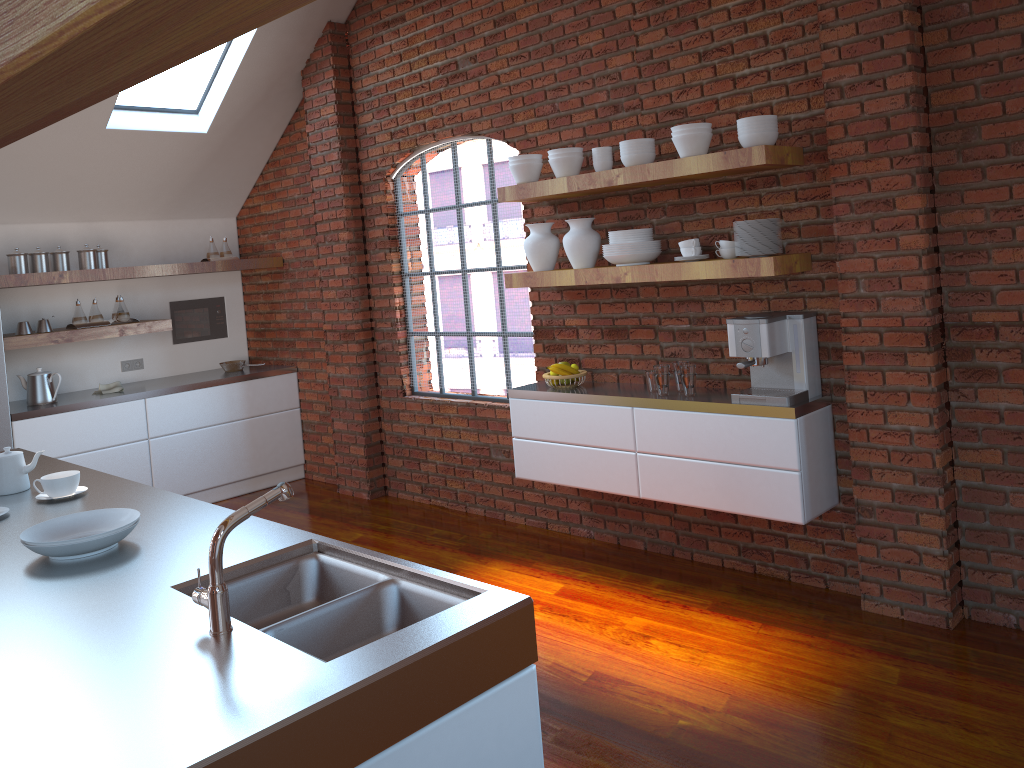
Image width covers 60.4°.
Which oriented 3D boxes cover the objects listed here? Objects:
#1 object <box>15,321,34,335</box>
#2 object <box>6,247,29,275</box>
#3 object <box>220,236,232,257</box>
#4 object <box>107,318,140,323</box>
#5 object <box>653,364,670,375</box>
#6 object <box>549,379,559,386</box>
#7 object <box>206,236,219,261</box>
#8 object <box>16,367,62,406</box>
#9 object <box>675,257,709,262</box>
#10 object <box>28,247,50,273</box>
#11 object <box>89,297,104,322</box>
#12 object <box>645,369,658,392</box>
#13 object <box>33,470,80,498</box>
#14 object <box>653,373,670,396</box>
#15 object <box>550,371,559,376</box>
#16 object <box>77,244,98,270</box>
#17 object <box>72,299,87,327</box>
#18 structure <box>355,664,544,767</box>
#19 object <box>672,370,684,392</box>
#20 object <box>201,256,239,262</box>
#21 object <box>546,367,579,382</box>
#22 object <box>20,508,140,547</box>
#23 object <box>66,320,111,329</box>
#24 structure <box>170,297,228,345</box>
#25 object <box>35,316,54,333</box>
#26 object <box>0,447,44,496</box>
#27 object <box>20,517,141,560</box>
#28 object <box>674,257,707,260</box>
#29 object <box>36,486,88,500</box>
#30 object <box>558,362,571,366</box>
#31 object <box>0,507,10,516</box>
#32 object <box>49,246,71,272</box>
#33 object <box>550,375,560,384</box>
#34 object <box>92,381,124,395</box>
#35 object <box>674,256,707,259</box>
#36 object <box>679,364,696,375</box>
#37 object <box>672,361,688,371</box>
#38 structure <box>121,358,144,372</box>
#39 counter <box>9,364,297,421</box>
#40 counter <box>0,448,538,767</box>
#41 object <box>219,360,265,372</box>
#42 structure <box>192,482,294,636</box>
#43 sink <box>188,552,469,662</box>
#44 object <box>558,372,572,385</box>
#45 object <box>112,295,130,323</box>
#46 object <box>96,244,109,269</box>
[{"bbox_3d":[-3.146,-0.362,5.671,0.106,0.081,0.106,-6,6,-16],"label":"object"},{"bbox_3d":[-3.179,-0.790,5.658,0.128,0.177,0.128,-2,5,40],"label":"object"},{"bbox_3d":[-2.187,-1.036,6.714,0.093,0.191,0.093,-5,2,-2],"label":"object"},{"bbox_3d":[-2.736,-0.444,6.161,0.196,0.033,0.224,-10,10,-35],"label":"object"},{"bbox_3d":[0.696,-0.036,4.082,0.078,0.103,0.078,-6,4,-15],"label":"object"},{"bbox_3d":[0.220,-0.012,4.585,0.046,0.046,0.056,-6,5,-12],"label":"object"},{"bbox_3d":[-2.260,-1.019,6.633,0.093,0.190,0.093,-6,3,-33],"label":"object"},{"bbox_3d":[-3.070,0.012,5.714,0.303,0.237,0.181,-6,4,-14],"label":"object"},{"bbox_3d":[0.807,-0.555,3.946,0.153,0.012,0.155,-4,8,5],"label":"object"},{"bbox_3d":[-3.102,-0.813,5.770,0.128,0.177,0.128,-2,5,40],"label":"object"},{"bbox_3d":[-2.846,-0.496,6.011,0.093,0.191,0.093,-5,2,-2],"label":"object"},{"bbox_3d":[0.678,-0.013,4.210,0.077,0.103,0.078,-4,4,15],"label":"object"},{"bbox_3d":[-1.489,0.334,2.901,0.124,0.069,0.117,-1,7,29],"label":"object"},{"bbox_3d":[0.699,0.002,4.083,0.078,0.103,0.078,-6,4,-15],"label":"object"},{"bbox_3d":[0.222,-0.061,4.594,0.044,0.053,0.052,-2,5,33],"label":"object"},{"bbox_3d":[-2.856,-0.855,5.919,0.128,0.177,0.128,-2,5,40],"label":"object"},{"bbox_3d":[-2.919,-0.479,5.930,0.093,0.190,0.093,-6,3,-33],"label":"object"},{"bbox_3d":[-1.383,0.947,2.465,3.117,0.762,1.033,3,9,44],"label":"structure"},{"bbox_3d":[0.799,-0.016,4.150,0.078,0.103,0.078,-6,4,-15],"label":"object"},{"bbox_3d":[-2.217,-0.944,6.675,0.195,0.033,0.226,3,11,43],"label":"object"},{"bbox_3d":[0.269,-0.047,4.540,0.176,0.094,0.064,-6,3,-9],"label":"object"},{"bbox_3d":[-1.115,0.391,2.284,0.281,0.055,0.285,-2,8,16],"label":"object"},{"bbox_3d":[-2.876,-0.404,5.972,0.195,0.033,0.226,3,11,43],"label":"object"},{"bbox_3d":[-2.468,-0.504,6.948,0.013,0.333,0.461,-4,5,45],"label":"structure"},{"bbox_3d":[-3.064,-0.390,5.756,0.106,0.099,0.107,-5,5,-3],"label":"object"},{"bbox_3d":[-1.730,0.294,3.037,0.199,0.155,0.118,-9,6,-39],"label":"object"},{"bbox_3d":[-1.114,0.402,2.284,0.281,0.055,0.285,-2,8,16],"label":"object"},{"bbox_3d":[0.807,-0.559,3.946,0.153,0.012,0.155,-4,8,5],"label":"object"},{"bbox_3d":[-1.483,0.364,2.900,0.154,0.012,0.155,-7,9,-17],"label":"object"},{"bbox_3d":[0.275,-0.088,4.624,0.070,0.061,0.068,-8,6,-29],"label":"object"},{"bbox_3d":[-1.639,0.409,2.675,0.195,0.014,0.195,-8,9,-24],"label":"object"},{"bbox_3d":[-3.023,-0.836,5.886,0.128,0.177,0.128,-2,5,40],"label":"object"},{"bbox_3d":[0.237,-0.037,4.641,0.074,0.075,0.073,-3,5,20],"label":"object"},{"bbox_3d":[-2.778,0.024,6.049,0.205,0.061,0.196,-8,8,-23],"label":"object"},{"bbox_3d":[0.806,-0.563,3.946,0.153,0.012,0.155,-4,8,5],"label":"object"},{"bbox_3d":[0.803,-0.034,4.009,0.078,0.103,0.078,-7,4,-33],"label":"object"},{"bbox_3d":[0.796,-0.054,4.149,0.078,0.103,0.078,-6,4,-15],"label":"object"},{"bbox_3d":[-2.834,-0.141,6.558,0.032,0.080,0.161,-3,6,44],"label":"structure"},{"bbox_3d":[-2.589,0.030,6.276,0.714,0.044,2.003,3,11,44],"label":"counter"},{"bbox_3d":[-1.425,0.496,2.448,3.141,0.129,1.034,3,11,44],"label":"counter"},{"bbox_3d":[-2.073,-0.134,6.719,0.347,0.074,0.196,-1,8,25],"label":"object"},{"bbox_3d":[-0.530,0.334,1.750,0.099,0.247,0.202,-3,4,45],"label":"structure"},{"bbox_3d":[-0.385,0.557,1.864,0.613,0.198,0.412,3,10,44],"label":"sink"},{"bbox_3d":[0.278,-0.031,4.578,0.077,0.065,0.076,-6,5,-12],"label":"object"},{"bbox_3d":[-2.743,-0.526,6.160,0.094,0.192,0.202,-7,5,-36],"label":"object"},{"bbox_3d":[-2.868,-0.882,6.114,0.128,0.177,0.128,-2,5,40],"label":"object"}]
